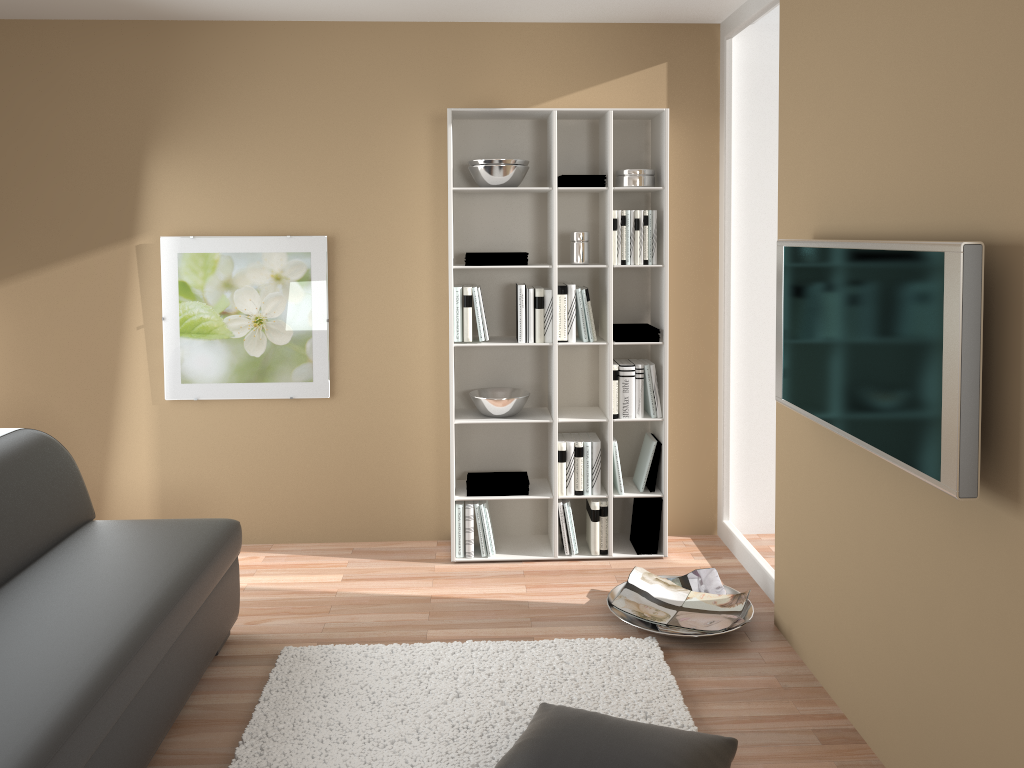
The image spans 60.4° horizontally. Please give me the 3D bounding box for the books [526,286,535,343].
[{"bbox_3d":[0.086,-0.340,4.271,0.040,0.256,0.209,0,5,-2],"label":"books"}]

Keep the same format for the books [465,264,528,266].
[{"bbox_3d":[-0.079,-0.579,4.264,0.297,0.007,0.213,-1,10,-3],"label":"books"}]

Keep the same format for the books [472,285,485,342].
[{"bbox_3d":[-0.164,-0.345,4.254,0.060,0.258,0.210,0,5,-2],"label":"books"}]

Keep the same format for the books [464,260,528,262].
[{"bbox_3d":[-0.080,-0.596,4.265,0.297,0.006,0.213,-1,10,-4],"label":"books"}]

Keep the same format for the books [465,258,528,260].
[{"bbox_3d":[-0.076,-0.606,4.264,0.297,0.006,0.213,-1,10,-3],"label":"books"}]

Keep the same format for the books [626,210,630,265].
[{"bbox_3d":[0.546,-0.710,4.269,0.020,0.256,0.210,0,5,-2],"label":"books"}]

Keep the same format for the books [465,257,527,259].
[{"bbox_3d":[-0.078,-0.612,4.262,0.297,0.006,0.213,-1,10,-1],"label":"books"}]

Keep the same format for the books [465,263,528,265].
[{"bbox_3d":[-0.078,-0.584,4.265,0.297,0.006,0.213,-1,10,-3],"label":"books"}]

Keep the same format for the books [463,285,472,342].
[{"bbox_3d":[-0.213,-0.344,4.249,0.040,0.256,0.210,0,5,-2],"label":"books"}]

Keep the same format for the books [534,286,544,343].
[{"bbox_3d":[0.128,-0.340,4.268,0.040,0.256,0.210,0,5,-2],"label":"books"}]

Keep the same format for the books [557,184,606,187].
[{"bbox_3d":[0.319,-0.963,4.291,0.210,0.006,0.301,-2,10,-8],"label":"books"}]

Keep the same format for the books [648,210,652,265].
[{"bbox_3d":[0.652,-0.711,4.274,0.020,0.256,0.210,0,5,-2],"label":"books"}]

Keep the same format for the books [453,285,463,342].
[{"bbox_3d":[-0.260,-0.345,4.252,0.040,0.256,0.210,0,5,-2],"label":"books"}]

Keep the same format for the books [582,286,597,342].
[{"bbox_3d":[0.374,-0.346,4.304,0.058,0.256,0.210,0,5,-2],"label":"books"}]

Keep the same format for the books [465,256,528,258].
[{"bbox_3d":[-0.078,-0.618,4.267,0.297,0.008,0.213,-1,10,-3],"label":"books"}]

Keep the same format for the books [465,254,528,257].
[{"bbox_3d":[-0.078,-0.623,4.267,0.297,0.008,0.213,-1,10,-3],"label":"books"}]

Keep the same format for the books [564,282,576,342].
[{"bbox_3d":[0.282,-0.352,4.291,0.040,0.274,0.209,0,5,-2],"label":"books"}]

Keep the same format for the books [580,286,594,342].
[{"bbox_3d":[0.357,-0.341,4.288,0.058,0.256,0.210,0,5,-2],"label":"books"}]

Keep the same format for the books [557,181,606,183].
[{"bbox_3d":[0.319,-0.979,4.289,0.210,0.006,0.301,-2,10,-8],"label":"books"}]

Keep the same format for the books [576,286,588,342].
[{"bbox_3d":[0.331,-0.344,4.291,0.060,0.258,0.209,0,5,-2],"label":"books"}]

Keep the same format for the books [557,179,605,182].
[{"bbox_3d":[0.317,-0.985,4.290,0.210,0.006,0.301,-1,10,-6],"label":"books"}]

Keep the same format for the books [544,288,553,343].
[{"bbox_3d":[0.169,-0.338,4.277,0.040,0.250,0.209,0,6,-3],"label":"books"}]

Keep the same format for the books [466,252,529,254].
[{"bbox_3d":[-0.074,-0.633,4.263,0.297,0.006,0.213,-1,10,-3],"label":"books"}]

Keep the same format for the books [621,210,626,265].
[{"bbox_3d":[0.525,-0.710,4.267,0.020,0.256,0.210,0,5,-2],"label":"books"}]

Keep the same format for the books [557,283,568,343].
[{"bbox_3d":[0.235,-0.350,4.288,0.053,0.270,0.209,0,5,-2],"label":"books"}]

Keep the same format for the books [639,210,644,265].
[{"bbox_3d":[0.610,-0.711,4.274,0.020,0.256,0.209,0,5,-3],"label":"books"}]

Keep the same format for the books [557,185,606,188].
[{"bbox_3d":[0.319,-0.957,4.291,0.210,0.006,0.301,-2,10,-8],"label":"books"}]

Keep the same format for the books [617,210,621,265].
[{"bbox_3d":[0.504,-0.710,4.269,0.020,0.256,0.209,0,5,-3],"label":"books"}]

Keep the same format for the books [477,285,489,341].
[{"bbox_3d":[-0.141,-0.348,4.266,0.058,0.256,0.210,0,5,-2],"label":"books"}]

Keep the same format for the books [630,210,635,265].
[{"bbox_3d":[0.568,-0.710,4.270,0.020,0.256,0.210,0,5,-2],"label":"books"}]

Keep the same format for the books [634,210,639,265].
[{"bbox_3d":[0.590,-0.710,4.266,0.020,0.256,0.210,0,5,-2],"label":"books"}]

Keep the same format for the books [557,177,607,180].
[{"bbox_3d":[0.322,-0.996,4.289,0.210,0.008,0.301,-2,10,-8],"label":"books"}]

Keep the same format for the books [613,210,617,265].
[{"bbox_3d":[0.483,-0.708,4.261,0.020,0.256,0.210,0,5,-2],"label":"books"}]

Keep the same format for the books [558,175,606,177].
[{"bbox_3d":[0.319,-1.006,4.285,0.210,0.006,0.301,-2,10,-8],"label":"books"}]

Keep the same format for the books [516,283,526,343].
[{"bbox_3d":[0.044,-0.348,4.269,0.040,0.274,0.209,0,5,-2],"label":"books"}]

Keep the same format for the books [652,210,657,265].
[{"bbox_3d":[0.674,-0.712,4.275,0.020,0.256,0.210,0,5,-2],"label":"books"}]

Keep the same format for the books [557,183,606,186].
[{"bbox_3d":[0.319,-0.969,4.293,0.210,0.006,0.301,-2,10,-9],"label":"books"}]

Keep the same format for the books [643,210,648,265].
[{"bbox_3d":[0.632,-0.711,4.272,0.020,0.256,0.210,0,5,-2],"label":"books"}]

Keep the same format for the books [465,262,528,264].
[{"bbox_3d":[-0.078,-0.590,4.265,0.297,0.006,0.213,-1,10,-3],"label":"books"}]

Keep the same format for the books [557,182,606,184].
[{"bbox_3d":[0.319,-0.974,4.289,0.210,0.006,0.301,-2,10,-8],"label":"books"}]
